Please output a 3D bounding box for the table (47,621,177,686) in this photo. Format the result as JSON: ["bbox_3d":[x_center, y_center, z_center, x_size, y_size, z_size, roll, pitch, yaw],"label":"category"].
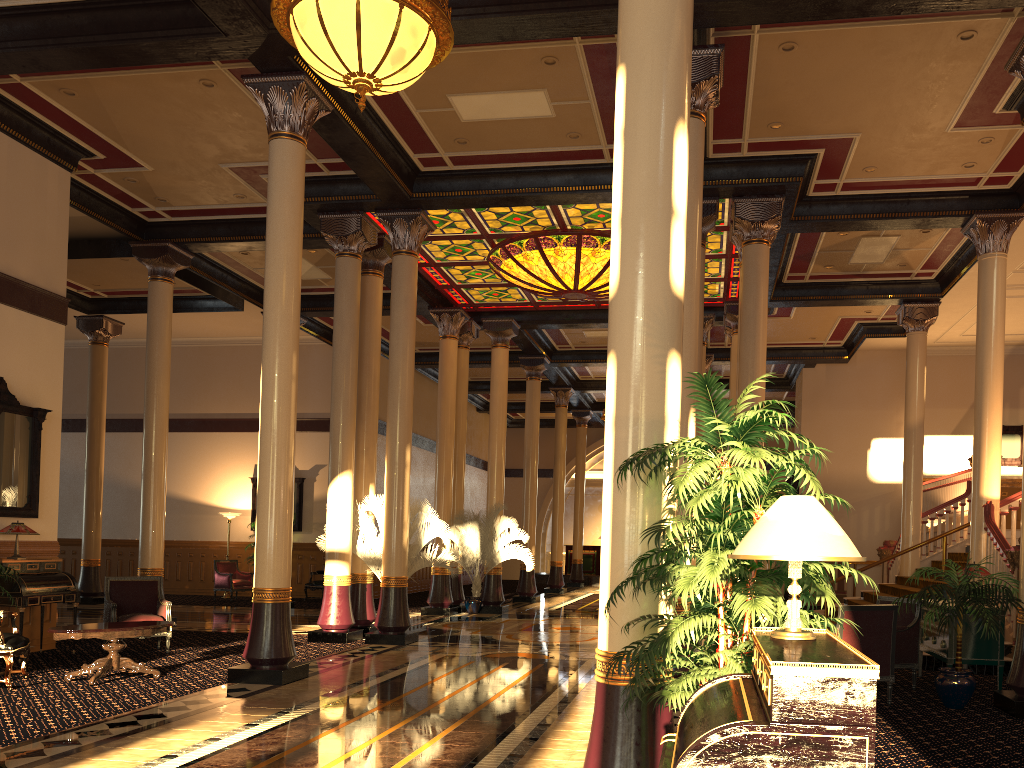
[{"bbox_3d":[-3.907,2.637,8.537,0.674,0.533,1.279,-4,-10,37],"label":"table"}]

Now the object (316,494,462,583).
[{"bbox_3d":[-1.715,2.638,13.028,2.057,2.255,1.822,1,-4,-1],"label":"object"}]

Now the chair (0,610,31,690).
[{"bbox_3d":[-4.900,2.244,8.030,0.768,1.097,0.719,3,-4,-25],"label":"chair"}]

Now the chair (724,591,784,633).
[{"bbox_3d":[2.736,2.696,9.732,0.721,1.097,0.766,-1,-4,25],"label":"chair"}]

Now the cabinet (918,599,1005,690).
[{"bbox_3d":[4.685,2.737,9.129,0.541,0.861,1.288,0,-7,12],"label":"cabinet"}]

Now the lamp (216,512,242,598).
[{"bbox_3d":[-6.676,4.036,20.448,0.601,2.010,0.560,2,-1,-29],"label":"lamp"}]

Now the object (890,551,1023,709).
[{"bbox_3d":[4.035,2.203,7.837,1.091,1.434,1.033,-2,-5,39],"label":"object"}]

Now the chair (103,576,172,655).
[{"bbox_3d":[-4.500,2.785,10.447,0.711,0.918,0.622,4,-5,-34],"label":"chair"}]

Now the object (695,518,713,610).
[{"bbox_3d":[2.459,2.610,12.178,1.119,2.148,1.001,3,-3,-31],"label":"object"}]

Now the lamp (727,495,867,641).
[{"bbox_3d":[0.886,0.574,2.720,0.440,0.443,0.409,5,-6,-34],"label":"lamp"}]

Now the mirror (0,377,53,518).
[{"bbox_3d":[-5.735,0.698,9.676,0.197,1.548,1.419,1,-5,13],"label":"mirror"}]

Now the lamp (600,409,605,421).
[{"bbox_3d":[2.996,0.555,23.522,1.181,1.904,1.205,1,-3,5],"label":"lamp"}]

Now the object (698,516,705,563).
[{"bbox_3d":[3.347,3.381,16.265,1.037,2.148,1.082,1,-2,-1],"label":"object"}]

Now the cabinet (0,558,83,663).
[{"bbox_3d":[-5.495,2.574,9.984,0.527,1.121,0.953,1,-5,12],"label":"cabinet"}]

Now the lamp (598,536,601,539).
[{"bbox_3d":[3.272,5.525,30.895,0.440,0.443,0.409,5,-6,-34],"label":"lamp"}]

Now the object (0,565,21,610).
[{"bbox_3d":[-5.678,2.230,8.954,1.091,1.434,1.033,-2,-5,39],"label":"object"}]

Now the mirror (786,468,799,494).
[{"bbox_3d":[7.201,2.902,22.450,0.252,1.982,1.818,1,-5,13],"label":"mirror"}]

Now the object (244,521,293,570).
[{"bbox_3d":[-5.657,3.956,20.290,1.119,2.148,1.001,3,-3,-31],"label":"object"}]

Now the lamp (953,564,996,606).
[{"bbox_3d":[4.670,2.030,8.797,0.316,0.419,0.324,1,-4,7],"label":"lamp"}]

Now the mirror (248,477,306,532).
[{"bbox_3d":[-5.681,2.775,20.976,1.367,1.553,0.202,0,-1,9],"label":"mirror"}]

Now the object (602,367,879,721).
[{"bbox_3d":[0.928,1.005,3.591,1.119,2.148,1.001,3,-3,-31],"label":"object"}]

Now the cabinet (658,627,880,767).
[{"bbox_3d":[0.672,1.299,2.491,0.527,1.121,0.953,1,-5,12],"label":"cabinet"}]

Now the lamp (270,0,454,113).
[{"bbox_3d":[-0.975,-2.768,5.824,1.181,1.904,1.205,1,-3,5],"label":"lamp"}]

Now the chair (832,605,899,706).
[{"bbox_3d":[3.073,2.477,8.016,0.702,0.919,0.631,3,-4,-19],"label":"chair"}]

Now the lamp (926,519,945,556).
[{"bbox_3d":[7.956,3.594,16.583,0.587,2.010,0.574,1,-1,-7],"label":"lamp"}]

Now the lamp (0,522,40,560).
[{"bbox_3d":[-5.652,1.793,9.929,0.316,0.419,0.324,1,-4,7],"label":"lamp"}]

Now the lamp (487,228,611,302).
[{"bbox_3d":[1.072,-1.770,14.563,2.959,0.600,3.070,0,-10,8],"label":"lamp"}]

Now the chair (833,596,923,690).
[{"bbox_3d":[3.739,2.663,8.965,0.661,0.918,0.670,2,-4,-19],"label":"chair"}]

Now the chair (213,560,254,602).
[{"bbox_3d":[-6.305,4.462,19.758,0.622,0.918,0.712,-1,-5,31],"label":"chair"}]

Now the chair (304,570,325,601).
[{"bbox_3d":[-4.311,4.465,20.064,0.711,1.097,0.776,-1,-4,35],"label":"chair"}]

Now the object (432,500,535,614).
[{"bbox_3d":[-0.435,3.407,17.129,1.791,2.269,2.126,0,-5,14],"label":"object"}]

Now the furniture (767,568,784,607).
[{"bbox_3d":[6.381,5.059,21.813,0.795,0.939,2.223,0,-9,12],"label":"furniture"}]
